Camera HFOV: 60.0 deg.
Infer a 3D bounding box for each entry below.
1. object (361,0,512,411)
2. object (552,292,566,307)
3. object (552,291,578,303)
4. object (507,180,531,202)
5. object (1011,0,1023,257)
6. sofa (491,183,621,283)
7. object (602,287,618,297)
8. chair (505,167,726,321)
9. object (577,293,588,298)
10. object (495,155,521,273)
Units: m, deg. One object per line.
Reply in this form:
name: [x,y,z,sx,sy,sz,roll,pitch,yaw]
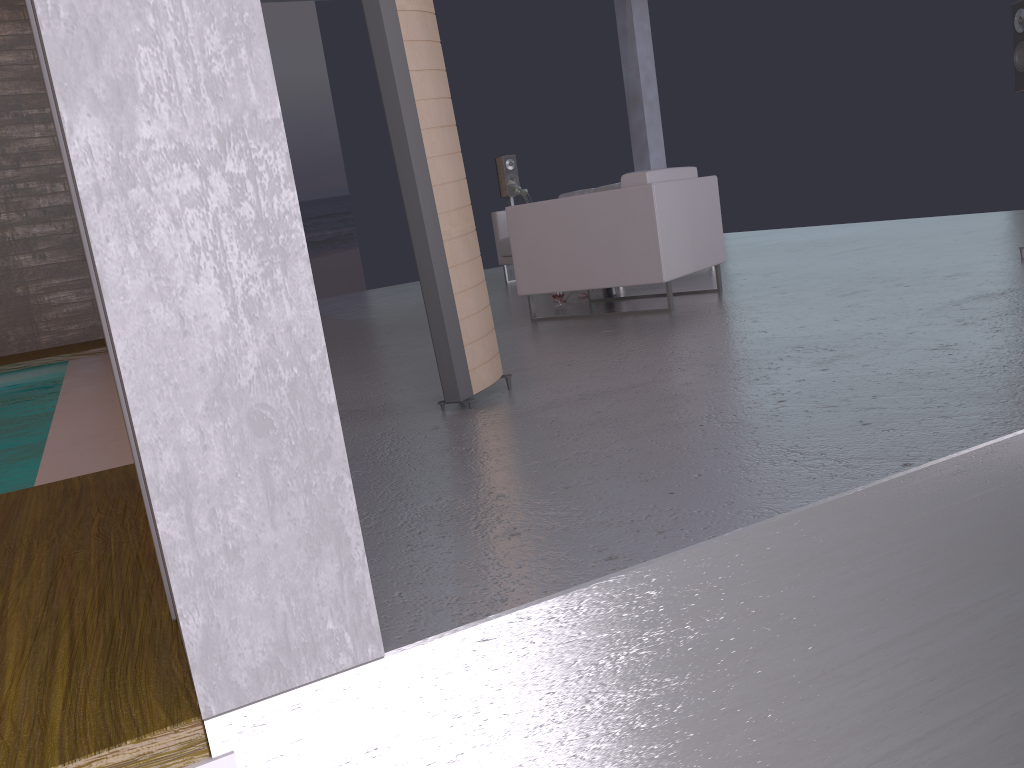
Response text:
object: [-0.284,-0.640,3.156,0.244,1.473,0.444,-5,11,21]
object: [0.318,-0.663,6.213,0.091,0.233,0.091,-8,10,4]
object: [0.390,-0.645,6.455,0.235,0.087,0.079,-2,12,32]
object: [0.225,-1.727,9.720,0.387,1.051,0.400,-6,11,14]
object: [2.929,-1.380,4.783,0.333,1.363,0.243,-7,11,7]
sofa: [0.767,-1.439,8.376,1.026,0.824,2.353,-13,11,-24]
object: [0.672,-0.843,6.320,0.109,0.435,0.109,-8,10,3]
chair: [0.658,-0.884,5.547,1.026,0.808,0.936,-1,13,35]
object: [0.568,-0.685,6.526,0.235,0.087,0.079,1,14,43]
object: [0.008,-2.013,10.571,0.243,1.363,0.333,-12,11,-18]
